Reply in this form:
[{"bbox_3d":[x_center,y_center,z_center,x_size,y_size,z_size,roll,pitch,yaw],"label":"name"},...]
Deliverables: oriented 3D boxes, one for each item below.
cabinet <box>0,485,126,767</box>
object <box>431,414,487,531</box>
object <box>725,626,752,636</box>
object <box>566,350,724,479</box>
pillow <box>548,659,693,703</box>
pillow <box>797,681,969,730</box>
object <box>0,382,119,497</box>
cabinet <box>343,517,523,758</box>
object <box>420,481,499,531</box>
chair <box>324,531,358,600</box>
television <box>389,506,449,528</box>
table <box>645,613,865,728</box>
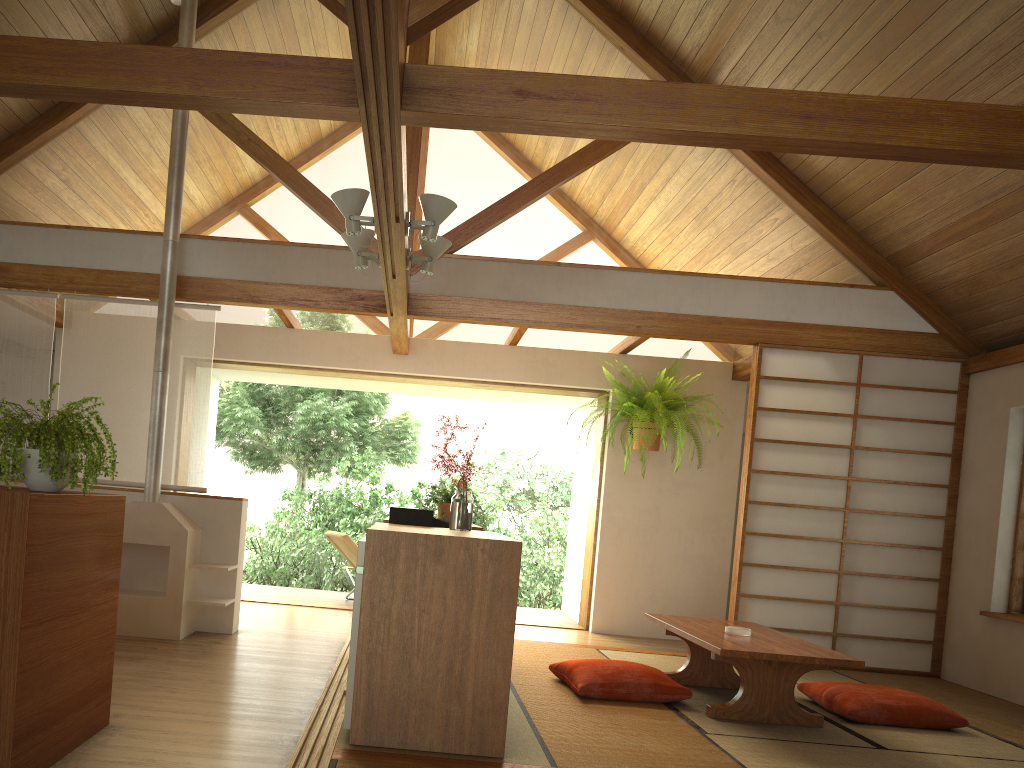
[{"bbox_3d":[-2.848,0.698,2.963,2.786,0.881,0.842,5,-3,1],"label":"cabinet"},{"bbox_3d":[-0.238,0.366,3.685,0.240,0.500,0.223,5,0,4],"label":"object"},{"bbox_3d":[1.094,1.196,4.237,0.113,0.030,0.126,9,-9,-28],"label":"object"},{"bbox_3d":[1.123,0.274,6.836,1.257,1.127,1.077,5,-3,-8],"label":"object"},{"bbox_3d":[0.521,1.440,4.302,0.549,0.148,0.575,6,-8,-8],"label":"pillow"},{"bbox_3d":[1.771,1.546,4.258,0.555,0.131,0.569,5,-8,-3],"label":"pillow"},{"bbox_3d":[-1.495,0.187,2.831,0.473,0.350,0.476,3,-5,22],"label":"object"},{"bbox_3d":[-0.423,1.059,4.293,0.554,0.733,2.683,5,-8,-5],"label":"cabinet"},{"bbox_3d":[-0.408,0.765,5.314,0.542,0.376,0.528,9,-7,-41],"label":"object"},{"bbox_3d":[-1.064,1.682,7.901,1.181,0.626,0.844,8,-6,-26],"label":"chair"},{"bbox_3d":[-0.377,0.887,4.288,0.490,0.538,0.646,5,-4,-3],"label":"television"},{"bbox_3d":[1.092,1.383,4.262,0.599,0.334,1.217,5,-8,-4],"label":"table"}]
